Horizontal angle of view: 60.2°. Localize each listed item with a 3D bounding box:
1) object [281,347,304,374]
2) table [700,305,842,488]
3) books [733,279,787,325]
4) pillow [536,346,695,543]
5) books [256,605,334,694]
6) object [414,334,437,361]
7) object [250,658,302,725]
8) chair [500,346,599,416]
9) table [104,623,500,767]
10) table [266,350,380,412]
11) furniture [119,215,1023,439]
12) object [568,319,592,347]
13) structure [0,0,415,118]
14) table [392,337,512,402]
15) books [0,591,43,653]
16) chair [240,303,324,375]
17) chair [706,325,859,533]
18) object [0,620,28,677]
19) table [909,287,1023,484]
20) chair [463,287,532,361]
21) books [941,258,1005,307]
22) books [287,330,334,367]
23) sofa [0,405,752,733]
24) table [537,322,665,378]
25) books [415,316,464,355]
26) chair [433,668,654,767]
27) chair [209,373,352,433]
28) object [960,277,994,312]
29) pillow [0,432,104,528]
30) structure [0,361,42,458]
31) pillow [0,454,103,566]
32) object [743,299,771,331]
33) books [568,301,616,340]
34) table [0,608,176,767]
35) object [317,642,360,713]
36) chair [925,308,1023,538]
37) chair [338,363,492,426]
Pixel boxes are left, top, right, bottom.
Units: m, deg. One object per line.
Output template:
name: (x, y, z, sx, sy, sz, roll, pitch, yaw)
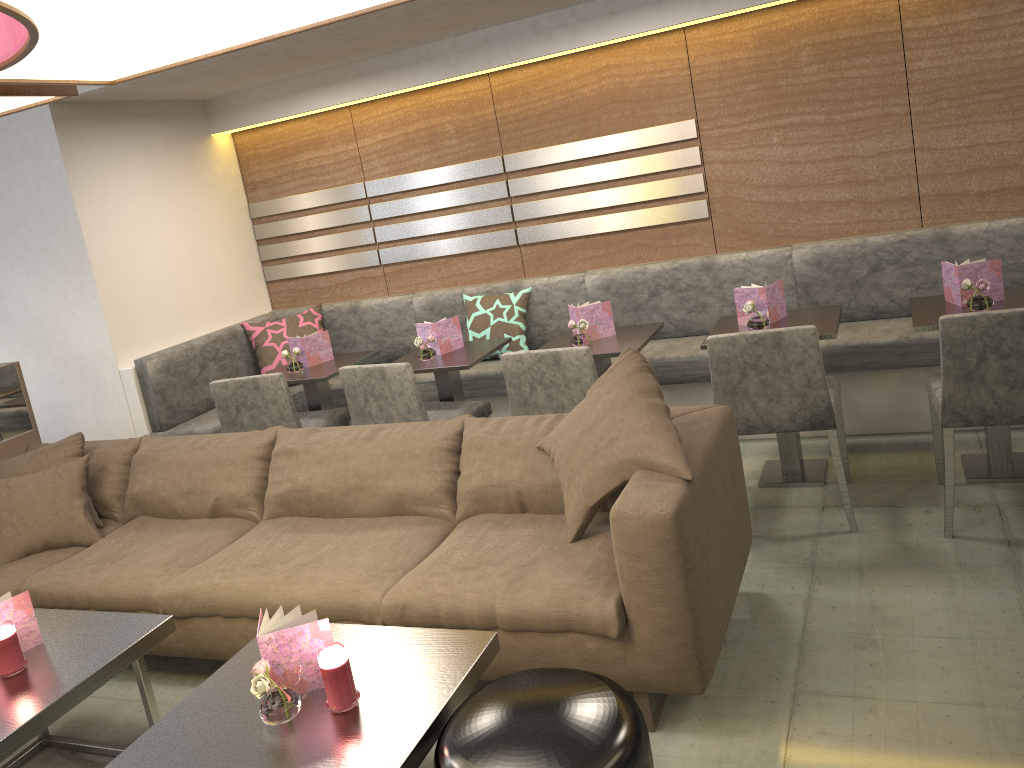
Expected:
object: (-1.106, -0.120, 4.471, 0.108, 0.124, 0.095, -15, 12, -22)
table: (1.124, 0.069, 3.653, 0.504, 0.646, 0.514, -6, 12, 24)
books: (1.037, -0.338, 3.689, 0.143, 0.162, 0.160, 0, 16, 44)
pillow: (0.287, 0.165, 2.513, 0.620, 0.506, 0.303, -1, 14, 38)
books: (-0.485, 0.602, 2.035, 0.158, 0.162, 0.144, -13, 12, -10)
object: (-0.407, -0.174, 4.167, 0.111, 0.124, 0.092, -18, 13, -32)
object: (-0.506, 0.654, 1.893, 0.095, 0.127, 0.107, -14, 12, -15)
chair: (0.284, 0.167, 3.666, 0.475, 0.752, 0.500, -5, 12, 27)
table: (-0.420, 0.900, 1.960, 0.656, 0.406, 0.669, -5, 14, 24)
table: (-0.965, 0.225, 4.586, 0.504, 0.646, 0.514, -6, 12, 24)
furniture: (0.289, 0.353, 2.713, 5.631, 0.842, 4.332, -4, 15, 24)
object: (0.295, -0.225, 3.847, 0.095, 0.124, 0.103, -13, 11, -11)
structure: (-1.707, -0.780, 1.388, 2.439, 0.610, 2.485, -4, 15, 24)
table: (-0.269, 0.173, 4.275, 0.504, 0.646, 0.514, -6, 12, 24)
books: (-1.432, 0.673, 2.460, 0.143, 0.162, 0.160, 0, 16, 44)
chair: (-1.288, -0.208, 5.198, 0.494, 0.422, 0.297, -15, 12, -22)
chair: (1.000, 0.116, 3.339, 0.475, 0.752, 0.500, -7, 12, 20)
object: (-1.334, 0.698, 2.333, 0.075, 0.127, 0.076, -11, 11, -3)
table: (1.820, 0.017, 3.342, 0.504, 0.646, 0.514, -6, 12, 24)
chair: (-0.083, -0.308, 4.836, 0.425, 0.390, 0.223, -5, 12, 25)
books: (1.754, -0.392, 3.369, 0.157, 0.162, 0.145, -10, 11, 5)
books: (-1.051, -0.183, 4.622, 0.143, 0.162, 0.160, 0, 16, 44)
sofa: (-1.393, 0.985, 1.803, 3.170, 0.666, 3.833, -4, 15, 24)
table: (0.427, 0.121, 3.964, 0.504, 0.646, 0.514, -6, 12, 24)
books: (-0.351, -0.235, 4.309, 0.143, 0.162, 0.160, 0, 16, 44)
chair: (0.081, 0.841, 1.745, 0.422, 0.445, 0.429, -9, 12, 6)
chair: (-1.080, 0.271, 4.268, 0.475, 0.752, 0.500, -7, 11, 17)
object: (1.696, -0.328, 3.217, 0.094, 0.124, 0.106, -18, 13, -33)
pillow: (-1.893, 0.438, 3.514, 0.527, 0.389, 0.295, -12, 11, -6)
structure: (-2.980, 0.937, 2.482, 0.223, 0.993, 3.840, -6, 14, 24)
pillow: (-1.767, 0.486, 3.346, 0.383, 0.318, 0.237, -15, 12, -20)
object: (0.982, -0.277, 3.544, 0.095, 0.124, 0.107, -5, 12, 25)
books: (0.360, -0.288, 3.992, 0.158, 0.162, 0.144, -13, 12, -10)
table: (-1.345, 0.969, 2.373, 0.656, 0.406, 0.669, -5, 14, 24)
object: (-0.374, 0.628, 1.897, 0.076, 0.127, 0.076, -13, 11, -13)
chair: (1.682, 0.070, 3.014, 0.475, 0.752, 0.500, -6, 12, 24)
chair: (-0.409, 0.217, 3.982, 0.476, 0.752, 0.500, -4, 13, 31)
